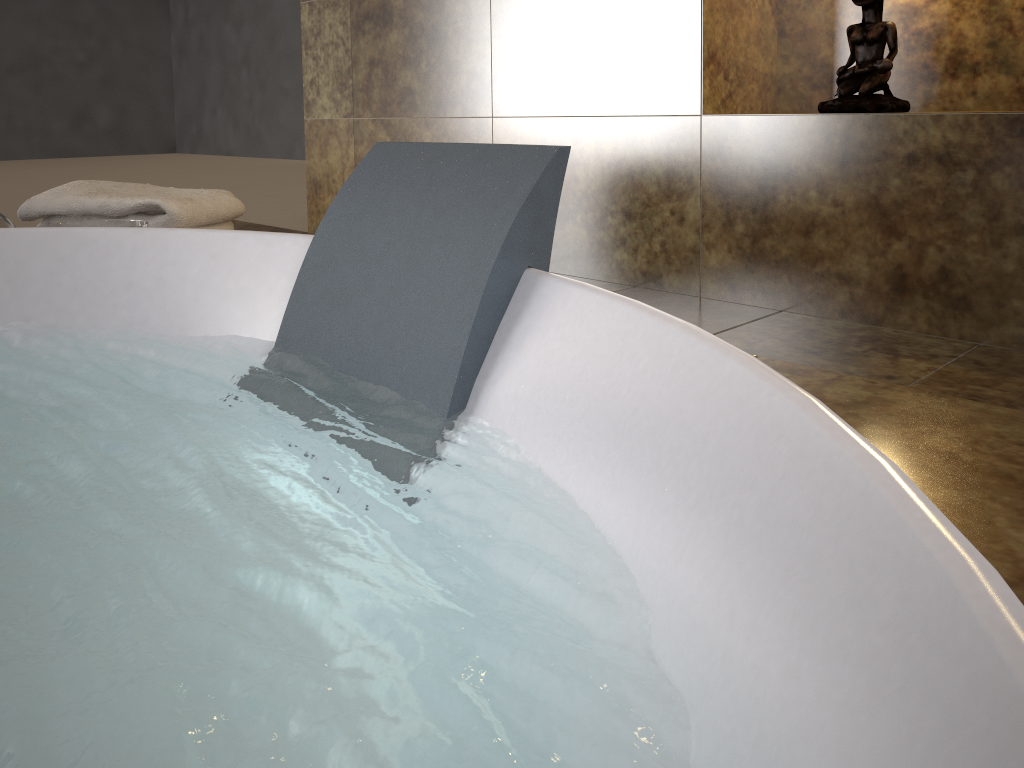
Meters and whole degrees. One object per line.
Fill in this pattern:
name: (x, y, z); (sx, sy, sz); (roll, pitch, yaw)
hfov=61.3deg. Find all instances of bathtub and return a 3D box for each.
bathtub: (-0.701, 0.181, 0.404); (1.755, 0.503, 1.821); (-5, 17, -13)

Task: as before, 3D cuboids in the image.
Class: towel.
towel: (-0.697, -0.307, 1.616); (0.339, 0.144, 0.335); (-1, 15, 0)

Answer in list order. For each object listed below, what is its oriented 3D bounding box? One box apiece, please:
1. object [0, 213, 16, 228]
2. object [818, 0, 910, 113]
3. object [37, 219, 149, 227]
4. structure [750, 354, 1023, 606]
object: (-0.844, -0.318, 1.342); (0.132, 0.297, 0.132); (-6, 9, -36)
object: (0.619, -0.610, 1.513); (0.155, 0.264, 0.154); (-9, 11, -43)
object: (-0.662, -0.212, 1.360); (0.171, 0.072, 0.176); (7, 17, 26)
structure: (-0.700, 0.190, 0.402); (2.050, 0.119, 2.046); (-17, 24, -42)
